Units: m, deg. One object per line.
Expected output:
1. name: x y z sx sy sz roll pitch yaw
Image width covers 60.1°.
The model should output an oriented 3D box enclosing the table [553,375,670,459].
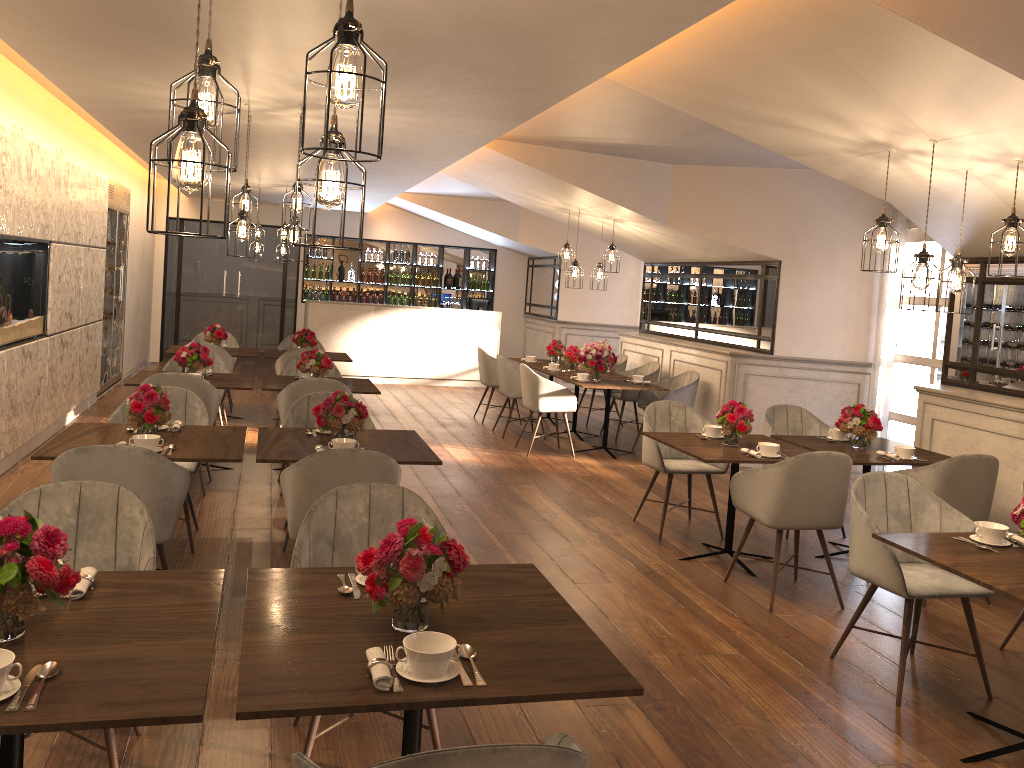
1. table: 0.956 0.338 8.919 0.895 0.718 0.901 3 5 -15

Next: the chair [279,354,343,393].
1. chair: -1.801 0.190 7.862 0.564 0.870 0.528 3 4 -15

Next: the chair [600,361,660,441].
1. chair: 1.353 0.172 9.973 0.526 0.870 0.567 3 4 -16

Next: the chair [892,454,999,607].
1. chair: 2.470 0.786 5.150 0.564 0.870 0.528 3 4 -15

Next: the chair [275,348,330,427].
1. chair: -2.117 0.046 8.965 0.564 0.870 0.528 3 4 -15

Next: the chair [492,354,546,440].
1. chair: 0.079 0.126 9.604 0.526 0.870 0.567 3 4 -16

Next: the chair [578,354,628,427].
1. chair: 1.107 0.054 10.877 0.526 0.870 0.567 3 4 -16

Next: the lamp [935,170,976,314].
1. lamp: 2.389 -1.400 4.592 0.175 2.064 0.176 3 3 -14

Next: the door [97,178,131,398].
1. door: -4.776 -1.168 10.674 0.134 2.461 1.866 3 4 -16

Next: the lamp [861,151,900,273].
1. lamp: 2.036 -1.629 4.690 0.175 2.064 0.176 3 3 -14

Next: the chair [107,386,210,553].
1. chair: -2.050 0.478 5.126 0.564 0.870 0.528 3 4 -15

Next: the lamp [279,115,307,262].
1. lamp: -1.396 -1.851 5.864 0.175 2.064 0.176 3 3 -14

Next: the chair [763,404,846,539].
1. chair: 2.092 0.619 6.420 0.564 0.870 0.528 3 4 -15

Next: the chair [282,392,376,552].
1. chair: -1.126 0.513 5.380 0.564 0.870 0.528 3 4 -15

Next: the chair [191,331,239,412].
1. chair: -3.373 -0.155 9.993 0.564 0.870 0.528 3 4 -15

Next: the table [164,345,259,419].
1. table: -3.166 0.005 9.361 0.895 0.718 0.901 3 5 -15

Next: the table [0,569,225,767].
1. table: -1.194 0.949 2.108 0.895 0.718 0.901 3 5 -15

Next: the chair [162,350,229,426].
1. chair: -2.725 0.155 7.608 0.564 0.870 0.528 3 4 -15

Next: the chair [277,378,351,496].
1. chair: -1.468 0.356 6.580 0.564 0.870 0.528 3 4 -15

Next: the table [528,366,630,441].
1. table: 0.710 0.220 9.823 0.895 0.718 0.901 3 5 -15

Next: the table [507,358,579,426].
1. table: 0.464 0.103 10.727 0.895 0.718 0.901 3 5 -15

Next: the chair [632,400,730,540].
1. chair: 1.168 0.583 6.165 0.564 0.870 0.528 3 4 -15

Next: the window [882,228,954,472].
1. window: 4.271 -0.024 6.688 0.494 2.380 14.596 3 6 -19

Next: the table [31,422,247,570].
1. table: -1.843 0.639 4.494 0.895 0.718 0.901 3 5 -15

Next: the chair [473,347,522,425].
1. chair: -0.167 0.008 10.508 0.526 0.870 0.567 3 4 -16

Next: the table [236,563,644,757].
1. table: -0.270 0.984 2.363 0.895 0.718 0.901 3 5 -15

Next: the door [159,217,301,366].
1. door: -4.616 -1.486 14.590 2.104 2.327 0.275 3 3 -15

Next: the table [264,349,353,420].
1. table: -2.242 0.041 9.615 0.895 0.718 0.901 3 5 -15

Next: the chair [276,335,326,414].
1. chair: -2.450 -0.120 10.247 0.564 0.870 0.528 3 4 -15

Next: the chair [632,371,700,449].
1. chair: 1.598 0.290 9.069 0.526 0.870 0.567 3 4 -16

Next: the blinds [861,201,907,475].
1. blinds: 3.595 -0.351 7.719 0.133 2.690 1.386 3 4 -15

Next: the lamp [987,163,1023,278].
1. lamp: 2.488 -1.551 4.266 0.175 2.064 0.176 3 3 -14

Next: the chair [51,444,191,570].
1. chair: -1.717 0.644 3.843 0.564 0.870 0.528 3 4 -15

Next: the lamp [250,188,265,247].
1. lamp: -3.227 -2.807 11.404 0.175 2.064 0.176 3 3 -14

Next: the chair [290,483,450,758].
1. chair: -0.478 0.823 2.995 0.564 0.870 0.528 3 4 -15

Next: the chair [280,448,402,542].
1. chair: -0.793 0.679 4.098 0.564 0.870 0.528 3 4 -15

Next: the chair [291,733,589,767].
1. chair: -0.145 0.989 1.713 0.564 0.870 0.528 3 4 -15

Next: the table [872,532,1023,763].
1. table: 1.984 1.035 3.296 0.895 0.718 0.901 3 5 -15

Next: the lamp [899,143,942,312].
1. lamp: 2.109 -1.396 4.384 0.175 2.064 0.176 3 3 -14

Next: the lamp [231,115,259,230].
1. lamp: -1.748 -2.081 5.962 0.175 2.064 0.176 3 3 -14

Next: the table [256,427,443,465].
1. table: -0.919 0.674 4.748 0.895 0.718 0.901 3 5 -15

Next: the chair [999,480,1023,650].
1. chair: 2.700 0.910 4.183 0.564 0.870 0.528 3 4 -15

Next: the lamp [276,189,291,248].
1. lamp: -2.776 -2.729 10.979 0.175 2.064 0.176 3 3 -14

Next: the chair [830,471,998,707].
1. chair: 1.777 0.875 3.928 0.564 0.870 0.528 3 4 -15

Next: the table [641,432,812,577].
1. table: 1.376 0.744 5.534 0.895 0.718 0.901 3 5 -15

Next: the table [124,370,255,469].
1. table: -2.517 0.316 6.975 0.895 0.718 0.901 3 5 -15

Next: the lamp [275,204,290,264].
1. lamp: -2.875 -2.578 11.306 0.175 2.064 0.176 3 3 -14

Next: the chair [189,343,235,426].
1. chair: -3.040 0.011 8.710 0.564 0.870 0.528 3 4 -15

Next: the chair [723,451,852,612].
1. chair: 1.546 0.751 4.895 0.564 0.870 0.528 3 4 -15

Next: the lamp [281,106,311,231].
1. lamp: -1.297 -2.002 5.537 0.175 2.064 0.176 3 3 -14

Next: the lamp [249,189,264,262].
1. lamp: -3.155 -2.574 11.098 0.175 2.064 0.176 3 3 -14

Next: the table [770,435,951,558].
1. table: 2.299 0.779 5.788 0.895 0.718 0.901 3 5 -15

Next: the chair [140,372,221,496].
1. chair: -2.392 0.321 6.325 0.564 0.870 0.528 3 4 -15

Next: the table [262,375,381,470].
1. table: -1.594 0.351 7.230 0.895 0.718 0.901 3 5 -15

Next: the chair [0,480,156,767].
1. chair: -1.401 0.788 2.740 0.564 0.870 0.528 3 4 -15

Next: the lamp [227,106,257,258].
1. lamp: -1.676 -1.847 5.656 0.175 2.064 0.176 3 3 -14

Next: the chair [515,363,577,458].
1. chair: 0.324 0.243 8.699 0.526 0.870 0.567 3 4 -16
